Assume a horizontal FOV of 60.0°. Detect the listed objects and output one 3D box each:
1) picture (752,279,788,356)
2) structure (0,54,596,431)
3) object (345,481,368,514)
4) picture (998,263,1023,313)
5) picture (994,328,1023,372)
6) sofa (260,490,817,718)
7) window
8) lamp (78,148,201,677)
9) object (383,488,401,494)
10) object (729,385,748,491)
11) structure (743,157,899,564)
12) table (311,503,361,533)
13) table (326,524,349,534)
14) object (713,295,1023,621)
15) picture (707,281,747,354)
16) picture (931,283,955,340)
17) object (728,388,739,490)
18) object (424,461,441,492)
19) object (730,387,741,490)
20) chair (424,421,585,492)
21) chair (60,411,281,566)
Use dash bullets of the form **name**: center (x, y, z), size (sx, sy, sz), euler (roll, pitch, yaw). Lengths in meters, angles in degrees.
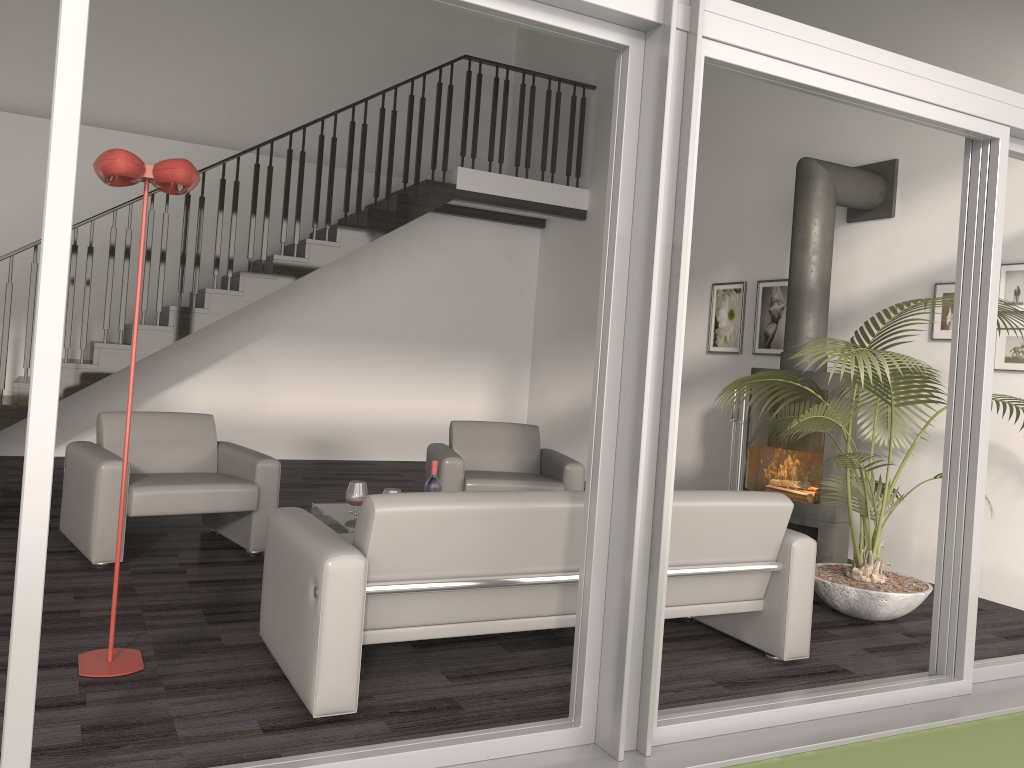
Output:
- **picture**: center (1.990, -0.504, 6.729), size (0.026, 0.578, 0.394), euler (4, 0, -27)
- **structure**: center (-1.950, -1.257, 8.463), size (6.335, 4.096, 1.001), euler (4, 0, -27)
- **object**: center (-0.780, 0.570, 4.459), size (0.115, 0.155, 0.116), euler (4, 0, -18)
- **picture**: center (2.862, -0.547, 5.048), size (0.015, 0.280, 0.191), euler (4, 0, -27)
- **picture**: center (2.875, -0.191, 4.969), size (0.015, 0.244, 0.360), euler (4, 1, -27)
- **sofa**: center (0.135, 0.731, 3.601), size (2.112, 0.717, 0.903), euler (3, 1, -27)
- **window**: center (-0.998, -0.686, 1.995), size (9.734, 3.473, 0.385), euler (3, 0, -27)
- **lamp**: center (-1.357, 0.094, 3.141), size (0.353, 1.789, 0.365), euler (4, -1, -27)
- **object**: center (-0.585, 0.589, 4.300), size (0.115, 0.155, 0.116), euler (4, 0, -36)
- **object**: center (1.667, 0.555, 6.460), size (0.401, 1.126, 0.400), euler (4, 0, 22)
- **structure**: center (2.207, -0.166, 5.912), size (1.114, 2.675, 0.819), euler (4, 0, -27)
- **table**: center (-0.723, 0.825, 4.406), size (0.400, 0.342, 0.681), euler (4, 1, -27)
- **table**: center (-0.372, 0.900, 4.587), size (1.199, 0.250, 0.601), euler (3, 2, -27)
- **object**: center (1.747, 0.344, 4.630), size (2.116, 1.667, 1.720), euler (4, 1, -32)
- **picture**: center (1.747, -0.537, 7.206), size (0.026, 0.578, 0.394), euler (4, 0, -27)
- **picture**: center (2.685, -0.440, 5.376), size (0.015, 0.352, 0.288), euler (4, 0, -27)
- **object**: center (1.567, 0.497, 6.385), size (0.078, 1.020, 0.166), euler (4, -1, 24)
- **object**: center (-0.414, 0.585, 4.607), size (0.093, 0.370, 0.093), euler (4, 0, -28)
- **object**: center (1.621, 0.478, 6.539), size (0.116, 0.983, 0.042), euler (4, -1, 38)
- **chair**: center (-0.068, 0.646, 6.012), size (0.962, 0.717, 0.911), euler (4, 1, -12)
- **chair**: center (-1.881, 0.545, 4.909), size (0.962, 0.717, 0.911), euler (4, 1, -37)
